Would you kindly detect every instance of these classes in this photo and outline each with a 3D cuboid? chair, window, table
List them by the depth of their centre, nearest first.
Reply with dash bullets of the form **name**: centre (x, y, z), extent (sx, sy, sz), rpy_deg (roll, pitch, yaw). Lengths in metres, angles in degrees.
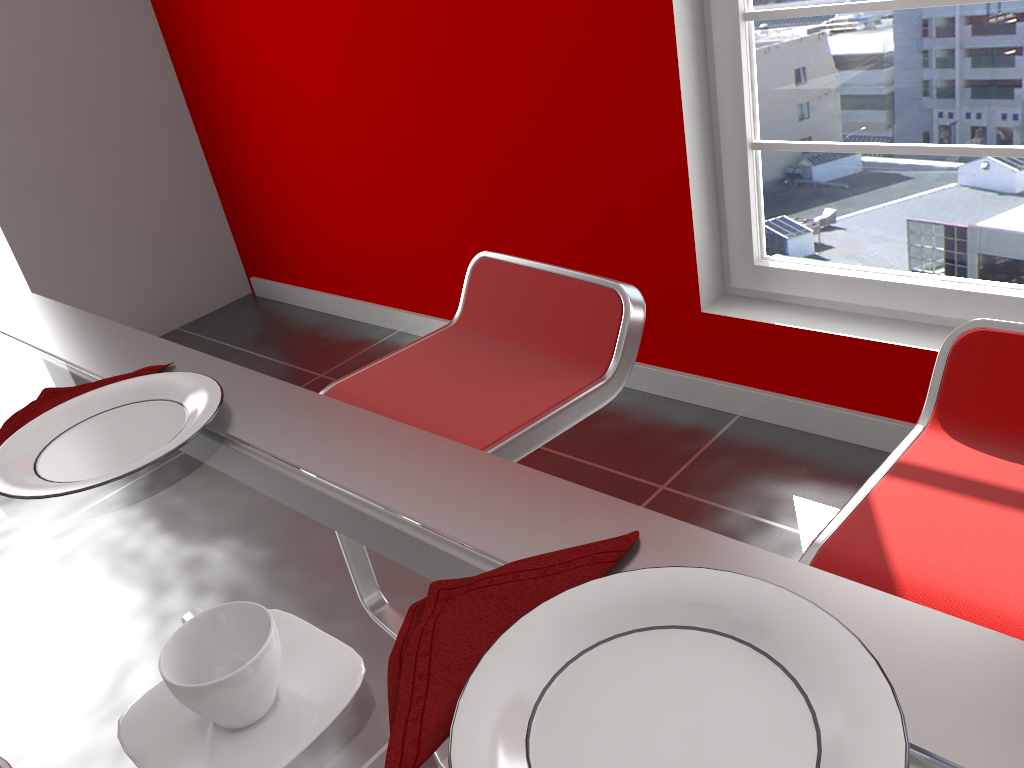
- **table**: centre (-0.268, 0.649, 0.762), extent (1.700, 1.000, 0.800), rpy_deg (15, 38, 41)
- **chair**: centre (0.601, 0.416, 1.008), extent (0.418, 0.857, 0.460), rpy_deg (17, 39, 43)
- **chair**: centre (-0.014, 0.261, 1.538), extent (0.460, 0.857, 0.418), rpy_deg (-30, 33, -30)
- **window**: centre (0.773, -1.063, 1.710), extent (0.938, 2.038, 0.117), rpy_deg (15, 38, 41)

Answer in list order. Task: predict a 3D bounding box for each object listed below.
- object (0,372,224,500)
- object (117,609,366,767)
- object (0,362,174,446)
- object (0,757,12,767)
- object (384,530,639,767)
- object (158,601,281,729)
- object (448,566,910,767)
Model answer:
- **object**: centre (-0.377, 0.047, 0.834), extent (0.217, 0.015, 0.217), rpy_deg (-21, 29, -16)
- **object**: centre (-0.150, 0.180, 0.499), extent (0.119, 0.016, 0.119), rpy_deg (13, 37, 39)
- **object**: centre (-0.476, 0.020, 0.928), extent (0.095, 0.012, 0.234), rpy_deg (14, 37, 40)
- **object**: centre (-0.329, 0.124, 0.382), extent (0.113, 0.287, 0.149), rpy_deg (-29, 32, -30)
- **object**: centre (-0.023, 0.140, 0.527), extent (0.095, 0.012, 0.234), rpy_deg (14, 37, 40)
- **object**: centre (-0.155, 0.156, 0.495), extent (0.062, 0.049, 0.078), rpy_deg (-13, 28, -2)
- **object**: centre (0.076, 0.167, 0.434), extent (0.217, 0.015, 0.217), rpy_deg (0, 30, 21)
